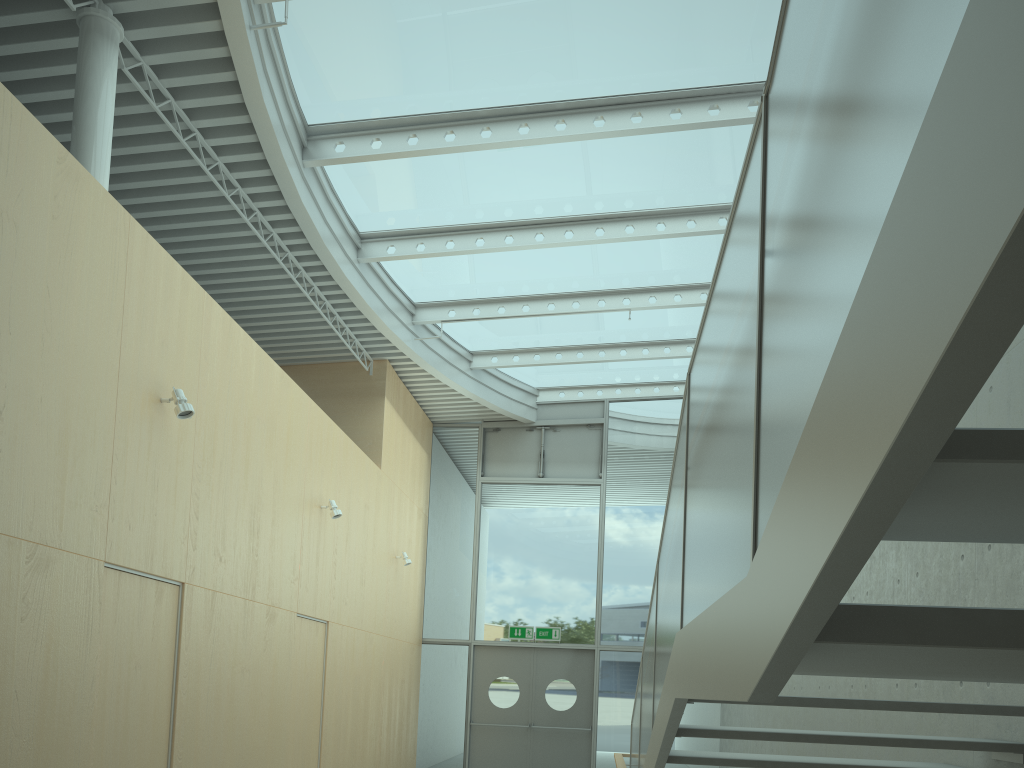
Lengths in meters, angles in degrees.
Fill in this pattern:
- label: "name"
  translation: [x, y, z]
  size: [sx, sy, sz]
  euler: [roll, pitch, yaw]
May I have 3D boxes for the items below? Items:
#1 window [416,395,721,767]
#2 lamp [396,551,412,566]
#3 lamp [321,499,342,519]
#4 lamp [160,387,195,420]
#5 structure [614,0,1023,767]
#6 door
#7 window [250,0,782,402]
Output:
- label: "window"
  translation: [0.963, 3.197, 13.385]
  size: [4.854, 6.134, 0.112]
  euler: [1, -4, 6]
- label: "lamp"
  translation: [-1.486, 2.391, 11.632]
  size: [0.233, 0.191, 0.145]
  euler: [6, -10, -13]
- label: "lamp"
  translation: [-1.813, 1.250, 8.508]
  size: [0.233, 0.191, 0.145]
  euler: [6, -10, -13]
- label: "lamp"
  translation: [-2.137, 0.118, 5.405]
  size: [0.233, 0.191, 0.145]
  euler: [6, -10, -13]
- label: "structure"
  translation: [1.293, 0.248, 1.764]
  size: [1.884, 4.057, 13.273]
  euler: [2, -18, 7]
- label: "door"
  translation: [0.301, 5.170, 13.312]
  size: [1.920, 2.056, 0.179]
  euler: [1, -4, 6]
- label: "window"
  translation: [0.587, 0.943, 7.819]
  size: [4.780, 6.042, 16.656]
  euler: [1, -18, 6]
